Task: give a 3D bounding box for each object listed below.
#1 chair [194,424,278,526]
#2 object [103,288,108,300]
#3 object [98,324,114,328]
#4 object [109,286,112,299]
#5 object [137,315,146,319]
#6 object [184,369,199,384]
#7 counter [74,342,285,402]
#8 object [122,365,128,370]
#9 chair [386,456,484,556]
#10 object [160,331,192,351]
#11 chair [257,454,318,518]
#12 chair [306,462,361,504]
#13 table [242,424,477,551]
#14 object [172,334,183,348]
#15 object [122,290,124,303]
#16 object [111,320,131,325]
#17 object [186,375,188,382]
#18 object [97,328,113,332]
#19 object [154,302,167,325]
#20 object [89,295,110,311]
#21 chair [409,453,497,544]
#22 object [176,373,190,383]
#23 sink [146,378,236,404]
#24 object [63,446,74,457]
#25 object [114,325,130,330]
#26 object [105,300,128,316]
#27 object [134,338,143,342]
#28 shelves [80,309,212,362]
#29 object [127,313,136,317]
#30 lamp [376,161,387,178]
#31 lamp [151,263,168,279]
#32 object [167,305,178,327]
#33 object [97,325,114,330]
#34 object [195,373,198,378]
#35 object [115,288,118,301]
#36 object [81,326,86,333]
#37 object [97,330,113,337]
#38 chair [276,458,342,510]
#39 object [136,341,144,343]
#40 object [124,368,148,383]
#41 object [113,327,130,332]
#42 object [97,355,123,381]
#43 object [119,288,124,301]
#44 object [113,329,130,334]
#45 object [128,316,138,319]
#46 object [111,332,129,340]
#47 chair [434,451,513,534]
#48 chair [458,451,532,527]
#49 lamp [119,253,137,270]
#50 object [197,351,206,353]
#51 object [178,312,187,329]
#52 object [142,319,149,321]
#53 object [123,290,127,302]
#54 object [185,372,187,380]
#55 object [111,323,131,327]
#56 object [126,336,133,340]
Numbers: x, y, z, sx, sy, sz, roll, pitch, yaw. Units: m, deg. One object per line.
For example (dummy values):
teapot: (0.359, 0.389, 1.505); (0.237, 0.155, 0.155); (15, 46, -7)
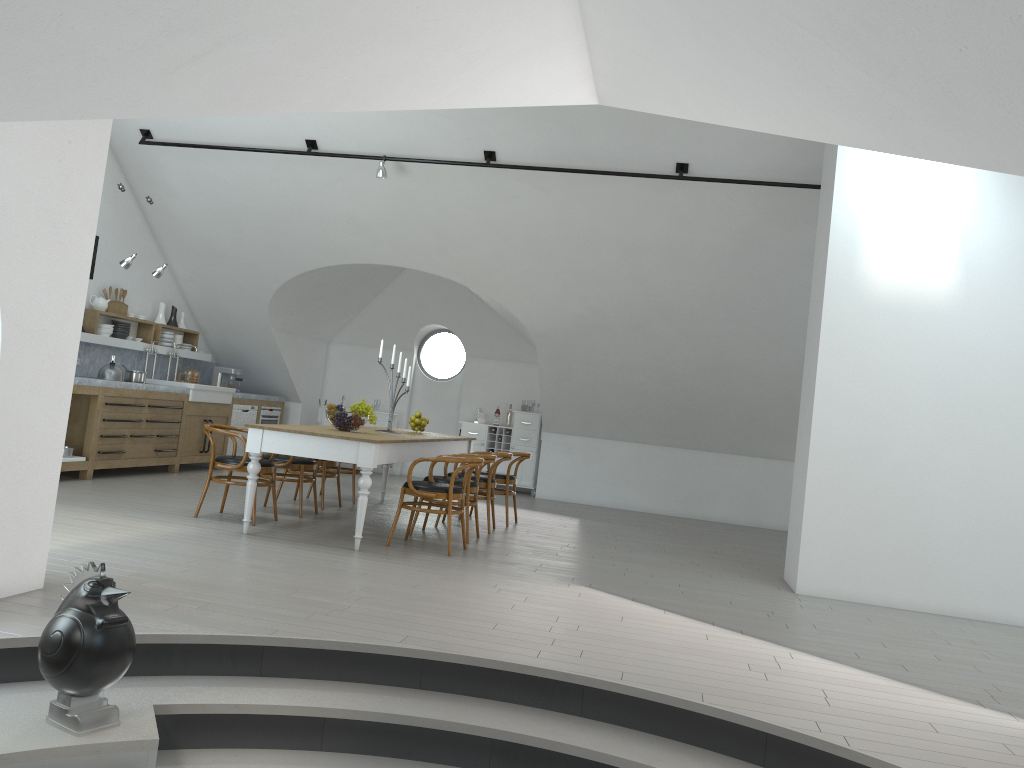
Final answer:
chair: (-2.222, 0.720, 7.165); (0.622, 0.736, 0.526); (6, -3, 10)
object: (-4.506, -0.932, 9.878); (0.016, 0.259, 0.198); (5, -3, 21)
object: (-4.504, -0.630, 9.806); (0.180, 0.076, 0.181); (9, -3, -42)
object: (-4.500, -0.948, 9.915); (0.027, 0.300, 0.055); (6, -4, 10)
object: (-4.387, -0.782, 10.500); (0.098, 0.049, 0.098); (6, -2, 8)
object: (-4.211, -0.069, 11.644); (0.104, 0.223, 0.200); (6, -3, 10)
counter: (-4.212, -0.276, 9.679); (0.962, 0.621, 6.561); (6, -2, 10)
object: (-4.130, -0.116, 9.601); (0.236, 0.167, 0.051); (6, -4, 6)
chair: (-0.561, 0.901, 6.810); (0.622, 0.736, 0.526); (6, -3, 14)
object: (-4.264, -0.542, 11.204); (0.198, 0.196, 0.655); (6, -2, 10)
chair: (-2.040, 0.766, 7.866); (0.621, 0.736, 0.526); (6, -3, 7)
chair: (-1.842, 0.841, 9.300); (0.621, 0.736, 0.526); (6, -3, 7)
table: (-1.210, 0.832, 7.988); (1.019, 0.800, 3.341); (6, -2, 10)
object: (-4.240, -0.541, 11.201); (0.154, 0.160, 0.157); (4, -4, 38)
object: (-4.457, -0.933, 10.165); (0.030, 0.294, 0.057); (6, -4, 10)
object: (-4.455, -0.674, 10.090); (0.205, 0.080, 0.205); (6, -2, 13)
object: (-4.199, -0.055, 11.438); (0.019, 0.179, 0.044); (8, -4, -25)
object: (-4.511, -0.579, 9.799); (0.180, 0.065, 0.181); (9, -3, -42)
object: (-4.305, -0.865, 10.888); (0.156, 0.268, 0.156); (7, -3, -1)
object: (-4.523, -0.882, 9.720); (0.174, 0.169, 0.167); (7, -3, -6)
chair: (-0.477, 0.937, 7.531); (0.622, 0.736, 0.526); (6, -3, 10)
object: (-4.241, -0.055, 11.422); (0.100, 0.172, 0.172); (6, -3, 12)
sink: (-3.902, 0.092, 10.662); (0.727, 0.202, 1.018); (6, -2, 10)
object: (-4.229, 0.620, 8.285); (0.261, 0.113, 0.153); (6, -3, 10)
object: (-4.456, -0.621, 10.084); (0.205, 0.072, 0.205); (7, -2, -2)
object: (-4.479, -0.861, 10.025); (0.084, 0.158, 0.353); (6, -2, 10)
object: (-4.419, -0.516, 10.476); (0.098, 0.049, 0.098); (6, -2, 8)
shelves: (-4.423, -1.125, 9.271); (0.480, 1.364, 5.539); (6, -2, 5)
object: (-4.423, -0.794, 10.289); (0.098, 0.049, 0.098); (6, -2, 8)
lamp: (-1.299, -2.150, 8.894); (0.112, 0.175, 0.114); (8, -4, -27)
lamp: (-3.760, -1.208, 9.456); (0.169, 0.177, 0.112); (7, -3, 2)
object: (-4.257, -0.850, 11.145); (0.156, 0.268, 0.155); (6, -3, 14)
object: (-4.508, -0.602, 9.803); (0.181, 0.069, 0.180); (5, -3, 28)
object: (-4.168, -0.056, 11.670); (0.040, 0.193, 0.042); (9, -4, -29)
object: (-4.479, -0.941, 10.032); (0.040, 0.300, 0.061); (6, -4, 8)
object: (-4.592, -0.659, 9.412); (0.156, 0.219, 0.156); (7, -3, -8)
object: (-4.514, -0.556, 9.798); (0.181, 0.064, 0.180); (5, -3, 33)
chair: (-1.975, 0.800, 8.591); (0.622, 0.736, 0.526); (6, -3, 13)
object: (-4.422, -0.493, 10.474); (0.164, 0.012, 0.163); (6, -2, 28)
object: (-4.087, -0.082, 9.672); (0.232, 0.170, 0.394); (7, -2, -10)
object: (-4.453, -0.598, 10.081); (0.205, 0.086, 0.205); (8, -3, -37)
object: (-4.156, -0.173, 9.204); (0.246, 0.268, 0.245); (6, -3, 20)
object: (-4.454, -0.937, 10.062); (0.019, 0.300, 0.057); (6, -4, 10)
object: (-4.462, -0.572, 10.078); (0.204, 0.086, 0.205); (9, -3, -42)
object: (-4.426, -0.770, 10.288); (0.164, 0.012, 0.163); (6, -2, 28)
object: (-4.465, -0.545, 10.076); (0.205, 0.072, 0.205); (7, -2, -2)
chair: (-0.338, 0.979, 8.243); (0.621, 0.736, 0.526); (6, -3, 5)
chair: (-0.147, 1.026, 8.940); (0.622, 0.736, 0.526); (6, -3, 13)
lamp: (-3.862, -1.237, 8.889); (0.164, 0.178, 0.115); (5, -4, 29)
object: (-4.183, -0.421, 11.785); (0.213, 0.025, 0.213); (7, -2, -2)
object: (-4.231, -0.814, 11.366); (0.156, 0.219, 0.156); (7, -3, -8)
object: (-4.390, -0.758, 10.498); (0.164, 0.012, 0.163); (6, -2, 28)
object: (-4.446, -0.933, 10.125); (0.039, 0.298, 0.067); (6, -4, 10)
object: (-4.215, -0.066, 11.448); (0.019, 0.196, 0.022); (7, -4, -2)
object: (-4.455, -0.646, 10.089); (0.206, 0.084, 0.204); (5, -3, 38)
object: (-4.452, -0.526, 10.287); (0.098, 0.049, 0.098); (6, -2, 8)
